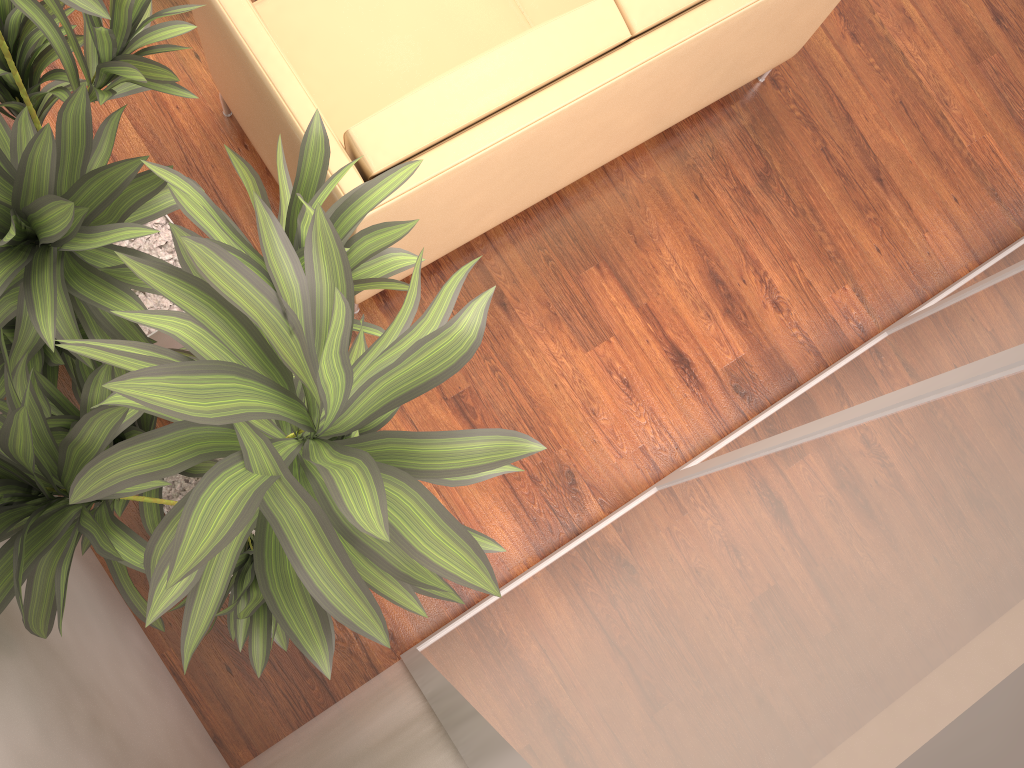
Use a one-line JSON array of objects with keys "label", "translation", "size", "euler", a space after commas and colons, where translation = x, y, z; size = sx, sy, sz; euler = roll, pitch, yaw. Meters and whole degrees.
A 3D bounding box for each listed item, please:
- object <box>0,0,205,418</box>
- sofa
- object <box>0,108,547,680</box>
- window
[{"label": "object", "translation": [-1.032, -0.454, 1.764], "size": [0.959, 2.141, 1.071], "euler": [-19, 82, -13]}, {"label": "sofa", "translation": [0.058, -1.118, 2.692], "size": [1.780, 0.852, 0.876], "euler": [-32, 86, -13]}, {"label": "object", "translation": [-0.653, 0.105, 1.751], "size": [1.074, 2.141, 0.956], "euler": [-14, 81, -12]}, {"label": "window", "translation": [3.281, -1.596, 2.010], "size": [8.458, 3.335, 0.062], "euler": [-32, 84, -13]}]
